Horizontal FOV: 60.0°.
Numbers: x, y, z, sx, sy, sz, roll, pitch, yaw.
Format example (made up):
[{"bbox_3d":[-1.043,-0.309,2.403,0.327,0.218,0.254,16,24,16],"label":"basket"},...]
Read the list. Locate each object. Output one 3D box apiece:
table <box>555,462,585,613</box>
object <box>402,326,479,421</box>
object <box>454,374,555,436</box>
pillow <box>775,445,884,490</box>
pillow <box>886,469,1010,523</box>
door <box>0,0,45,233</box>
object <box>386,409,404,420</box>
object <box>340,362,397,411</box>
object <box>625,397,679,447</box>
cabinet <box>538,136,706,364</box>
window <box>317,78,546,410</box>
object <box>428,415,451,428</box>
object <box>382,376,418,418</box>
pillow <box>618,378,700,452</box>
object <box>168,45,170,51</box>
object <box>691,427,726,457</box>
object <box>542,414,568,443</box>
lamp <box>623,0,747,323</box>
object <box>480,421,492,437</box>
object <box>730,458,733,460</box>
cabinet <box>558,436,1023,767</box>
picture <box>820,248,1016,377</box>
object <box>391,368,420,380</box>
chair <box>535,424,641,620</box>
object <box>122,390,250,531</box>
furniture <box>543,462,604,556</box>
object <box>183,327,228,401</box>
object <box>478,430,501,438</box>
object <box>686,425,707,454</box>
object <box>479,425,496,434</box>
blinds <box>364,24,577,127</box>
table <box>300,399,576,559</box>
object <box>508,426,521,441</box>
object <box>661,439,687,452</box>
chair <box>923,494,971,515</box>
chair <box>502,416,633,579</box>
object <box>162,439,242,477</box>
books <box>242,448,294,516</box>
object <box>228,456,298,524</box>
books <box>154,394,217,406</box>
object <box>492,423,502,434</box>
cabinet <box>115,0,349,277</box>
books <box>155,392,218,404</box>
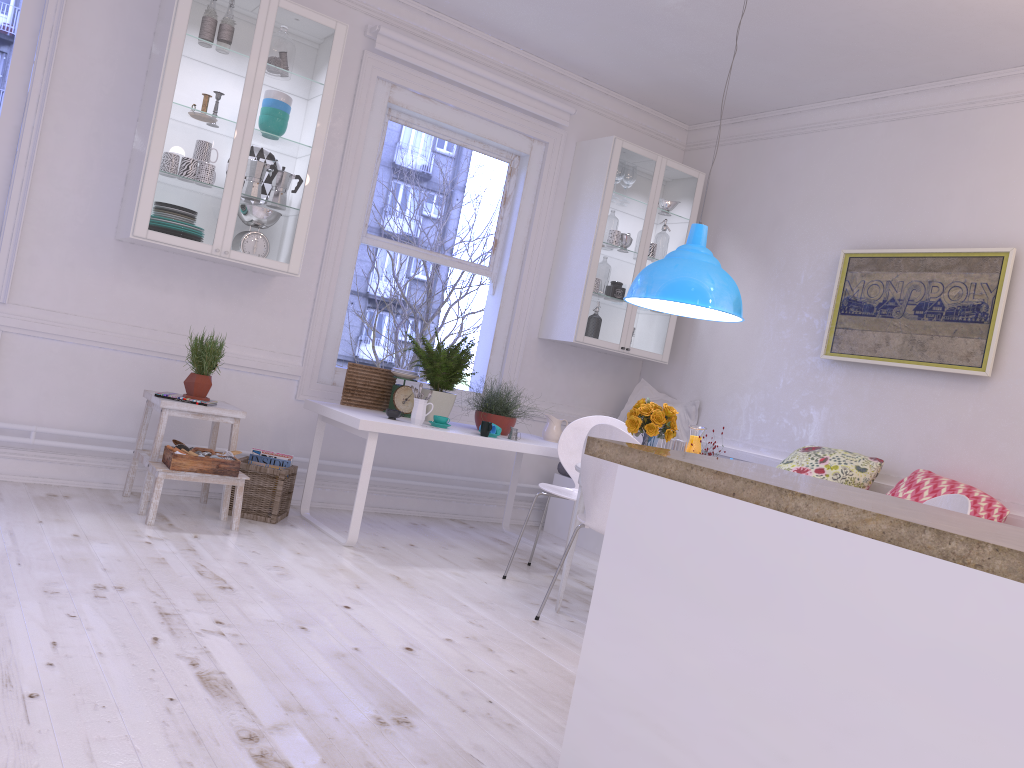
[{"bbox_3d":[0.772,0.769,3.833,1.140,0.629,1.140,11,0,-5],"label":"table"},{"bbox_3d":[-0.393,-0.051,4.885,0.438,0.527,0.368,11,1,-34],"label":"object"},{"bbox_3d":[-0.068,0.113,5.005,0.668,0.367,0.531,11,0,-9],"label":"object"},{"bbox_3d":[1.607,0.547,4.736,0.509,0.447,0.592,11,1,-29],"label":"pillow"},{"bbox_3d":[1.976,0.629,4.166,0.491,0.424,0.587,11,1,-31],"label":"pillow"},{"bbox_3d":[-3.073,-0.941,4.307,1.009,2.474,1.021,11,1,-34],"label":"door"},{"bbox_3d":[-0.602,0.156,4.492,0.082,0.048,0.079,11,0,16],"label":"object"},{"bbox_3d":[-0.788,0.021,4.904,0.294,0.237,0.028,11,1,-34],"label":"object"},{"bbox_3d":[0.608,0.236,3.939,0.235,0.351,0.234,11,0,21],"label":"object"},{"bbox_3d":[0.749,-0.860,5.898,0.823,1.311,0.425,11,1,-34],"label":"cabinet"},{"bbox_3d":[-0.505,-0.795,5.492,1.234,1.782,0.181,11,1,-34],"label":"window"},{"bbox_3d":[-0.374,0.196,4.610,0.121,0.055,0.121,11,0,7],"label":"object"},{"bbox_3d":[-0.605,0.071,4.902,0.159,0.208,0.185,11,1,-34],"label":"object"},{"bbox_3d":[0.937,0.297,5.986,0.677,0.642,0.374,11,1,27],"label":"pillow"},{"bbox_3d":[-1.400,-1.274,4.457,0.811,0.651,0.376,11,1,-34],"label":"object"},{"bbox_3d":[0.856,0.318,3.840,0.128,0.287,0.128,11,1,-32],"label":"object"},{"bbox_3d":[0.246,0.265,5.270,0.115,0.152,0.127,12,1,39],"label":"object"},{"bbox_3d":[0.991,-1.300,4.148,0.568,1.948,0.568,11,0,0],"label":"lamp"},{"bbox_3d":[-0.135,0.233,4.564,0.055,0.077,0.070,11,0,-8],"label":"object"},{"bbox_3d":[0.964,0.408,3.956,0.156,0.151,0.150,11,1,-30],"label":"object"},{"bbox_3d":[0.689,0.660,1.887,0.654,0.842,1.167,11,1,-34],"label":"cabinet"},{"bbox_3d":[2.090,-0.399,4.659,0.020,0.629,0.971,11,1,-34],"label":"picture"},{"bbox_3d":[-0.590,-0.055,4.907,0.164,0.047,0.163,11,0,16],"label":"object"},{"bbox_3d":[0.480,0.605,3.503,0.483,0.845,0.604,11,1,-34],"label":"chair"},{"bbox_3d":[-1.543,0.354,4.237,0.418,0.534,0.599,11,1,-34],"label":"object"},{"bbox_3d":[1.417,0.952,4.629,0.769,0.508,3.296,11,1,-34],"label":"furniture"},{"bbox_3d":[-1.466,-0.109,4.250,0.196,0.367,0.186,11,0,11],"label":"object"},{"bbox_3d":[-0.120,0.264,4.655,0.121,0.021,0.121,11,0,7],"label":"object"},{"bbox_3d":[0.828,0.322,4.055,0.094,0.267,0.116,11,0,-7],"label":"object"},{"bbox_3d":[-0.125,0.236,4.643,0.080,0.058,0.069,11,1,29],"label":"object"},{"bbox_3d":[-0.204,-1.824,5.322,1.451,0.131,0.136,11,1,-34],"label":"blinds"},{"bbox_3d":[-0.348,0.543,4.850,1.514,0.619,0.736,11,1,-34],"label":"table"},{"bbox_3d":[0.013,0.266,4.743,0.066,0.067,0.052,11,1,-33],"label":"object"},{"bbox_3d":[0.720,0.342,4.017,0.101,0.186,0.122,11,0,-4],"label":"object"},{"bbox_3d":[1.382,0.785,3.355,0.483,0.845,0.604,11,0,1],"label":"chair"},{"bbox_3d":[0.371,0.576,4.381,0.604,0.845,0.483,11,0,12],"label":"chair"},{"bbox_3d":[-1.409,0.341,4.074,0.358,0.110,0.211,11,1,-31],"label":"object"},{"bbox_3d":[-1.279,0.505,4.552,0.221,0.306,0.205,11,0,-1],"label":"books"},{"bbox_3d":[-1.286,0.538,4.539,0.276,0.270,0.276,11,0,-1],"label":"object"},{"bbox_3d":[-1.552,0.074,4.231,0.246,0.011,0.180,11,0,-4],"label":"books"},{"bbox_3d":[-0.101,0.234,4.674,0.082,0.059,0.069,12,1,34],"label":"object"},{"bbox_3d":[-1.388,-1.272,4.439,0.823,1.311,0.425,11,1,-34],"label":"cabinet"},{"bbox_3d":[-1.550,0.066,4.231,0.246,0.007,0.180,11,0,-4],"label":"books"}]
